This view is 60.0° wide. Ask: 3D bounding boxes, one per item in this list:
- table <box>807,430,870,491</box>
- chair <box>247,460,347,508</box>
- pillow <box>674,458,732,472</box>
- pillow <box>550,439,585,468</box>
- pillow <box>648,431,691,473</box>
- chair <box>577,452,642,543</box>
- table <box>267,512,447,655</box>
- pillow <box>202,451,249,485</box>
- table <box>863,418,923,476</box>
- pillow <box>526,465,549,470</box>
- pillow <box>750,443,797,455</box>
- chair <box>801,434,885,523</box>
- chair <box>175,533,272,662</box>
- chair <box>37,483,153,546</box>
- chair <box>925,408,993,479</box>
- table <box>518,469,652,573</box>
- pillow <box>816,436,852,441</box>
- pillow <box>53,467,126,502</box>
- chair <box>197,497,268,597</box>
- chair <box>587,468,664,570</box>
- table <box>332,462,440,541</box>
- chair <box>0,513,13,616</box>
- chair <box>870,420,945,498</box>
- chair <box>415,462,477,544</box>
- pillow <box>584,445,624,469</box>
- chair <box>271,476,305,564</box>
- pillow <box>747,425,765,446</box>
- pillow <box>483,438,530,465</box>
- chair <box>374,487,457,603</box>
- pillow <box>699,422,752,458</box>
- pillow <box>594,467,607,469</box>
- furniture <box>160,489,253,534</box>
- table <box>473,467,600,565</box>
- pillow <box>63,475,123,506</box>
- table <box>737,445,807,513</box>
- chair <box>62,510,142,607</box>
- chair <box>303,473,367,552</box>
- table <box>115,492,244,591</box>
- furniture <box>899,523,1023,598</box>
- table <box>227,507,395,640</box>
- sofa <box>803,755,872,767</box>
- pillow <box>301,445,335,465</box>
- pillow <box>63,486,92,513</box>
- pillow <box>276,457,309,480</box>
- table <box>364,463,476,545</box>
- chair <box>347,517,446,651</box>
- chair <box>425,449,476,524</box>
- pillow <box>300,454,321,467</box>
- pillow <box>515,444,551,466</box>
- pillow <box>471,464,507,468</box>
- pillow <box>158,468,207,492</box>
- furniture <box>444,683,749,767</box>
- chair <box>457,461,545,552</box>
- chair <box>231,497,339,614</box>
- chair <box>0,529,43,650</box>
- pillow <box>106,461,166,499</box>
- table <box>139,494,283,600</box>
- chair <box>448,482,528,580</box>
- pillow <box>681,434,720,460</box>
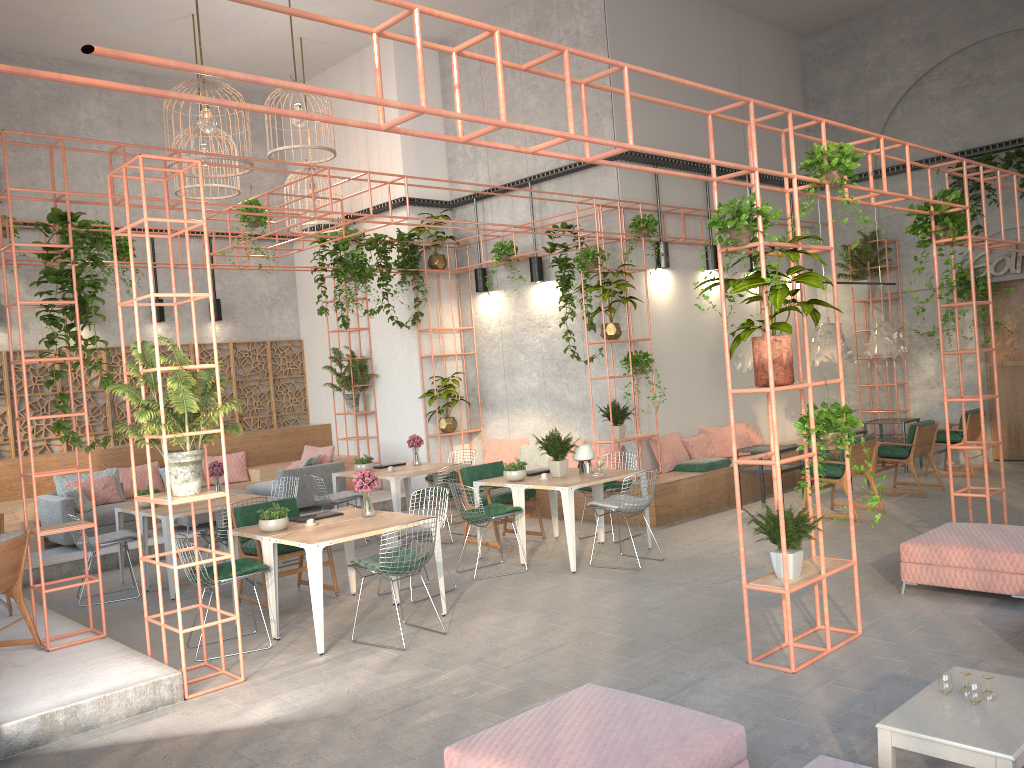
[{"bbox_3d":[4.480,1.064,12.199,0.602,0.798,0.635,-5,1,-43],"label":"table"},{"bbox_3d":[-3.174,1.509,13.051,1.052,0.672,1.127,-5,1,-43],"label":"chair"},{"bbox_3d":[2.529,1.073,11.738,0.637,0.149,0.491,-5,1,-42],"label":"pillow"},{"bbox_3d":[0.750,1.013,12.539,0.276,0.474,0.839,-5,1,-23],"label":"pillow"},{"bbox_3d":[2.148,0.914,11.970,0.276,0.474,0.839,-4,1,37],"label":"pillow"},{"bbox_3d":[1.102,1.285,10.144,0.717,0.941,0.565,-5,1,-42],"label":"chair"},{"bbox_3d":[-1.247,1.574,7.219,1.214,0.830,0.694,-5,1,-43],"label":"table"},{"bbox_3d":[-4.600,1.342,13.970,0.839,0.474,0.276,-5,1,-23],"label":"pillow"},{"bbox_3d":[5.755,0.945,13.399,0.602,0.798,0.635,-5,1,-43],"label":"table"},{"bbox_3d":[0.280,1.238,12.506,0.491,0.149,0.637,-5,1,-42],"label":"pillow"},{"bbox_3d":[3.787,0.955,12.921,0.637,0.149,0.491,-5,1,-42],"label":"pillow"},{"bbox_3d":[3.829,1.078,10.313,0.722,0.929,0.685,-5,1,-43],"label":"chair"},{"bbox_3d":[-2.252,1.600,6.953,0.717,0.941,0.565,-5,1,-27],"label":"chair"},{"bbox_3d":[-5.401,1.666,11.517,1.127,0.586,1.056,-5,1,-43],"label":"chair"},{"bbox_3d":[6.375,0.839,12.708,0.722,0.930,0.685,-5,1,-43],"label":"chair"},{"bbox_3d":[0.763,1.372,9.135,1.214,0.830,0.694,-5,1,-43],"label":"table"},{"bbox_3d":[5.075,0.834,14.133,0.637,0.149,0.491,-5,1,-42],"label":"pillow"},{"bbox_3d":[-5.648,1.406,11.870,0.839,0.474,0.276,-5,1,-43],"label":"pillow"},{"bbox_3d":[-2.798,1.611,8.970,0.717,0.941,0.565,-4,1,43],"label":"chair"},{"bbox_3d":[1.116,1.306,8.780,0.717,0.941,0.565,-4,1,43],"label":"chair"},{"bbox_3d":[-1.642,1.520,11.700,1.205,0.830,0.694,-5,1,-43],"label":"table"},{"bbox_3d":[-4.869,1.605,7.776,0.722,0.929,0.685,-5,1,-43],"label":"chair"},{"bbox_3d":[5.116,0.958,11.523,0.722,0.930,0.685,-5,1,-43],"label":"chair"},{"bbox_3d":[-0.811,1.424,10.840,0.717,0.941,0.565,-4,1,43],"label":"chair"},{"bbox_3d":[1.209,1.033,12.086,0.666,0.385,0.289,-4,1,42],"label":"pillow"},{"bbox_3d":[-2.812,1.590,10.334,0.717,0.941,0.565,-5,1,-42],"label":"chair"},{"bbox_3d":[3.564,0.828,13.271,0.289,0.385,0.666,-4,1,42],"label":"pillow"},{"bbox_3d":[-0.093,1.064,13.504,0.839,0.474,0.276,-4,1,37],"label":"pillow"},{"bbox_3d":[-0.909,1.474,8.228,0.717,0.941,0.565,-5,1,-42],"label":"chair"},{"bbox_3d":[3.108,0.825,12.814,0.839,0.474,0.276,-5,1,-23],"label":"pillow"},{"bbox_3d":[0.974,1.195,11.764,0.491,0.149,0.637,-5,1,-42],"label":"pillow"},{"bbox_3d":[-4.209,1.717,12.219,0.975,0.446,0.941,-5,1,-43],"label":"furniture"},{"bbox_3d":[0.284,1.402,9.640,1.205,0.830,0.694,-5,1,-43],"label":"table"},{"bbox_3d":[-5.553,1.433,11.752,0.666,0.385,0.289,-5,1,-43],"label":"pillow"},{"bbox_3d":[3.205,1.184,11.000,0.602,0.798,0.635,-5,1,-43],"label":"table"},{"bbox_3d":[-4.156,1.716,9.059,0.717,0.941,0.565,-5,1,-27],"label":"chair"},{"bbox_3d":[-2.168,1.529,10.929,0.717,0.941,0.565,-5,1,-27],"label":"chair"},{"bbox_3d":[-3.630,1.707,9.830,1.205,0.830,0.694,-5,1,-43],"label":"table"},{"bbox_3d":[3.709,1.380,6.967,0.976,0.446,0.941,-5,1,-43],"label":"furniture"},{"bbox_3d":[-1.726,1.604,7.724,1.205,0.830,0.694,-5,1,-43],"label":"table"},{"bbox_3d":[1.878,1.483,2.800,2.219,0.672,1.960,-5,1,-43],"label":"sofa"},{"bbox_3d":[-2.975,1.174,13.401,0.273,0.476,0.836,-5,1,-43],"label":"pillow"},{"bbox_3d":[-5.516,1.486,11.372,0.307,0.324,0.499,-5,1,-8],"label":"pillow"},{"bbox_3d":[-3.245,1.262,13.305,0.479,0.317,0.441,-4,1,28],"label":"pillow"},{"bbox_3d":[-1.164,1.491,11.195,1.214,0.830,0.694,-5,1,-43],"label":"table"},{"bbox_3d":[-0.895,1.495,6.864,0.717,0.941,0.565,-4,1,43],"label":"chair"},{"bbox_3d":[-0.824,1.403,12.204,0.717,0.941,0.565,-5,1,-42],"label":"chair"},{"bbox_3d":[-2.979,1.228,12.938,0.308,0.349,0.495,-4,1,7],"label":"pillow"},{"bbox_3d":[0.334,1.087,13.021,0.666,0.385,0.289,-4,1,42],"label":"pillow"},{"bbox_3d":[-0.436,1.282,13.271,0.491,0.149,0.637,-5,1,-42],"label":"pillow"},{"bbox_3d":[-5.024,1.428,13.539,0.289,0.385,0.666,-4,1,42],"label":"pillow"},{"bbox_3d":[0.367,1.694,3.823,0.976,0.446,0.941,-5,1,-43],"label":"furniture"},{"bbox_3d":[-0.141,1.385,10.239,0.722,0.917,0.685,-5,1,-43],"label":"chair"},{"bbox_3d":[-2.153,1.575,8.323,0.722,0.917,0.685,-5,1,-43],"label":"chair"},{"bbox_3d":[-3.852,1.556,6.267,0.685,0.914,0.722,-5,1,-3],"label":"chair"},{"bbox_3d":[-5.531,1.429,13.094,0.276,0.474,0.839,-4,1,37],"label":"pillow"},{"bbox_3d":[-3.153,1.678,9.326,1.214,0.830,0.694,-5,1,-43],"label":"table"},{"bbox_3d":[-0.242,1.411,8.869,0.717,0.941,0.565,-5,1,-27],"label":"chair"},{"bbox_3d":[2.633,0.915,12.395,0.289,0.385,0.666,-4,1,42],"label":"pillow"}]
